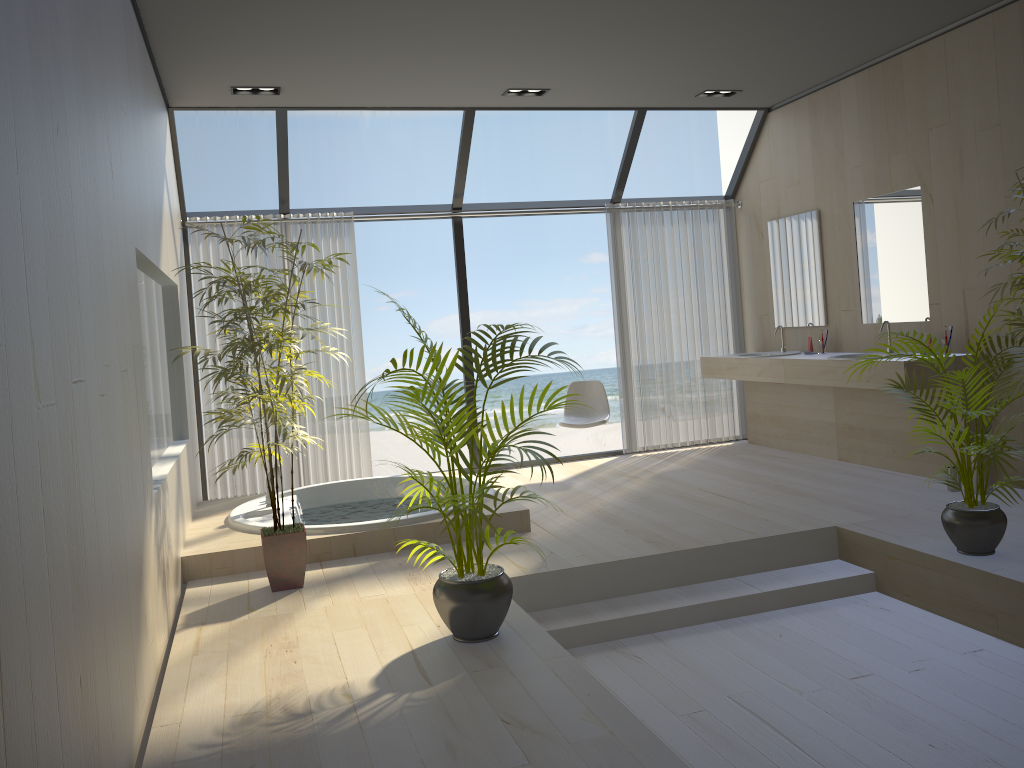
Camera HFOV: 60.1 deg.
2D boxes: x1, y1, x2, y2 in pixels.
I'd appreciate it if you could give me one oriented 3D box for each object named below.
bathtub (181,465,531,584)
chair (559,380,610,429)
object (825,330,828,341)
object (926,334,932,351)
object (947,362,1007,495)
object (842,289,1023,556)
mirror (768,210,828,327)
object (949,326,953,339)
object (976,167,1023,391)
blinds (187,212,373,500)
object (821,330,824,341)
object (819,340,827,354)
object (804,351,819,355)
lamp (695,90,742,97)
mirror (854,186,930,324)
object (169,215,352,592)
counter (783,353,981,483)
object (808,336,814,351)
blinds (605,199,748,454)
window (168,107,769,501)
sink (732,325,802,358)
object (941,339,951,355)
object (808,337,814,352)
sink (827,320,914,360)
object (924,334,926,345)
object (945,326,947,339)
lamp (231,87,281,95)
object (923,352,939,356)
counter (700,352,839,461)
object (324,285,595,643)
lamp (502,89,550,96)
[{"bbox_3d":[-1.004,0.814,5.438,1.823,0.698,1.647,-5,3,-17],"label":"bathtub"},{"bbox_3d":[0.560,0.160,6.867,0.368,0.347,0.455,-4,2,12],"label":"chair"},{"bbox_3d":[2.321,-0.314,6.558,0.054,0.175,0.012,-4,0,9],"label":"object"},{"bbox_3d":[2.583,-0.241,5.478,0.039,0.135,0.039,-4,1,25],"label":"object"},{"bbox_3d":[2.720,0.248,5.132,0.407,0.749,0.273,-5,1,-29],"label":"object"},{"bbox_3d":[1.946,0.163,3.884,0.915,1.156,0.752,-4,1,17],"label":"object"},{"bbox_3d":[2.231,-0.884,6.946,0.023,0.868,0.653,-4,1,-16],"label":"mirror"},{"bbox_3d":[2.667,-0.266,5.403,0.054,0.175,0.012,-4,0,9],"label":"object"},{"bbox_3d":[2.628,-0.191,4.138,0.786,1.756,0.937,-4,1,8],"label":"object"},{"bbox_3d":[-1.701,-0.221,6.562,1.184,2.070,0.084,-5,0,-17],"label":"blinds"},{"bbox_3d":[2.294,-0.312,6.534,0.012,0.178,0.050,-4,0,23],"label":"object"},{"bbox_3d":[2.308,-0.272,6.561,0.058,0.100,0.058,-4,1,-10],"label":"object"},{"bbox_3d":[2.217,-0.233,6.556,0.104,0.029,0.033,-3,3,24],"label":"object"},{"bbox_3d":[1.525,-2.200,6.551,0.301,0.112,0.164,-5,3,-17],"label":"lamp"},{"bbox_3d":[2.555,-0.846,5.962,0.023,0.868,0.653,-4,1,-16],"label":"mirror"},{"bbox_3d":[-1.188,0.090,4.163,0.786,1.756,0.937,-4,1,8],"label":"object"},{"bbox_3d":[2.397,0.213,5.805,0.551,0.790,1.205,-5,3,-17],"label":"counter"},{"bbox_3d":[2.273,-0.298,6.741,0.039,0.135,0.039,-4,1,32],"label":"object"},{"bbox_3d":[1.407,-0.511,7.499,1.184,2.070,0.084,-5,0,-17],"label":"blinds"},{"bbox_3d":[-0.108,-0.700,6.847,4.566,2.813,0.744,-5,1,-17],"label":"window"},{"bbox_3d":[1.984,-0.242,6.913,0.504,0.419,0.574,-5,2,-13],"label":"sink"},{"bbox_3d":[2.655,-0.224,5.406,0.058,0.100,0.058,-4,1,-6],"label":"object"},{"bbox_3d":[2.236,-0.288,6.633,0.039,0.135,0.039,-4,1,32],"label":"object"},{"bbox_3d":[2.330,-0.195,5.757,0.504,0.419,0.574,-5,2,-13],"label":"sink"},{"bbox_3d":[2.619,-0.250,5.586,0.039,0.135,0.039,-4,1,25],"label":"object"},{"bbox_3d":[2.640,-0.264,5.379,0.012,0.178,0.050,-4,0,23],"label":"object"},{"bbox_3d":[-1.626,-1.907,5.601,0.301,0.112,0.164,-5,3,-17],"label":"lamp"},{"bbox_3d":[2.563,-0.185,5.401,0.104,0.029,0.033,-3,3,24],"label":"object"},{"bbox_3d":[2.050,0.166,6.960,0.551,0.790,1.205,-5,3,-17],"label":"counter"},{"bbox_3d":[-0.144,0.264,3.346,1.067,1.345,0.872,-5,1,-28],"label":"object"},{"bbox_3d":[0.091,-2.067,6.119,0.301,0.112,0.164,-5,3,-17],"label":"lamp"}]
